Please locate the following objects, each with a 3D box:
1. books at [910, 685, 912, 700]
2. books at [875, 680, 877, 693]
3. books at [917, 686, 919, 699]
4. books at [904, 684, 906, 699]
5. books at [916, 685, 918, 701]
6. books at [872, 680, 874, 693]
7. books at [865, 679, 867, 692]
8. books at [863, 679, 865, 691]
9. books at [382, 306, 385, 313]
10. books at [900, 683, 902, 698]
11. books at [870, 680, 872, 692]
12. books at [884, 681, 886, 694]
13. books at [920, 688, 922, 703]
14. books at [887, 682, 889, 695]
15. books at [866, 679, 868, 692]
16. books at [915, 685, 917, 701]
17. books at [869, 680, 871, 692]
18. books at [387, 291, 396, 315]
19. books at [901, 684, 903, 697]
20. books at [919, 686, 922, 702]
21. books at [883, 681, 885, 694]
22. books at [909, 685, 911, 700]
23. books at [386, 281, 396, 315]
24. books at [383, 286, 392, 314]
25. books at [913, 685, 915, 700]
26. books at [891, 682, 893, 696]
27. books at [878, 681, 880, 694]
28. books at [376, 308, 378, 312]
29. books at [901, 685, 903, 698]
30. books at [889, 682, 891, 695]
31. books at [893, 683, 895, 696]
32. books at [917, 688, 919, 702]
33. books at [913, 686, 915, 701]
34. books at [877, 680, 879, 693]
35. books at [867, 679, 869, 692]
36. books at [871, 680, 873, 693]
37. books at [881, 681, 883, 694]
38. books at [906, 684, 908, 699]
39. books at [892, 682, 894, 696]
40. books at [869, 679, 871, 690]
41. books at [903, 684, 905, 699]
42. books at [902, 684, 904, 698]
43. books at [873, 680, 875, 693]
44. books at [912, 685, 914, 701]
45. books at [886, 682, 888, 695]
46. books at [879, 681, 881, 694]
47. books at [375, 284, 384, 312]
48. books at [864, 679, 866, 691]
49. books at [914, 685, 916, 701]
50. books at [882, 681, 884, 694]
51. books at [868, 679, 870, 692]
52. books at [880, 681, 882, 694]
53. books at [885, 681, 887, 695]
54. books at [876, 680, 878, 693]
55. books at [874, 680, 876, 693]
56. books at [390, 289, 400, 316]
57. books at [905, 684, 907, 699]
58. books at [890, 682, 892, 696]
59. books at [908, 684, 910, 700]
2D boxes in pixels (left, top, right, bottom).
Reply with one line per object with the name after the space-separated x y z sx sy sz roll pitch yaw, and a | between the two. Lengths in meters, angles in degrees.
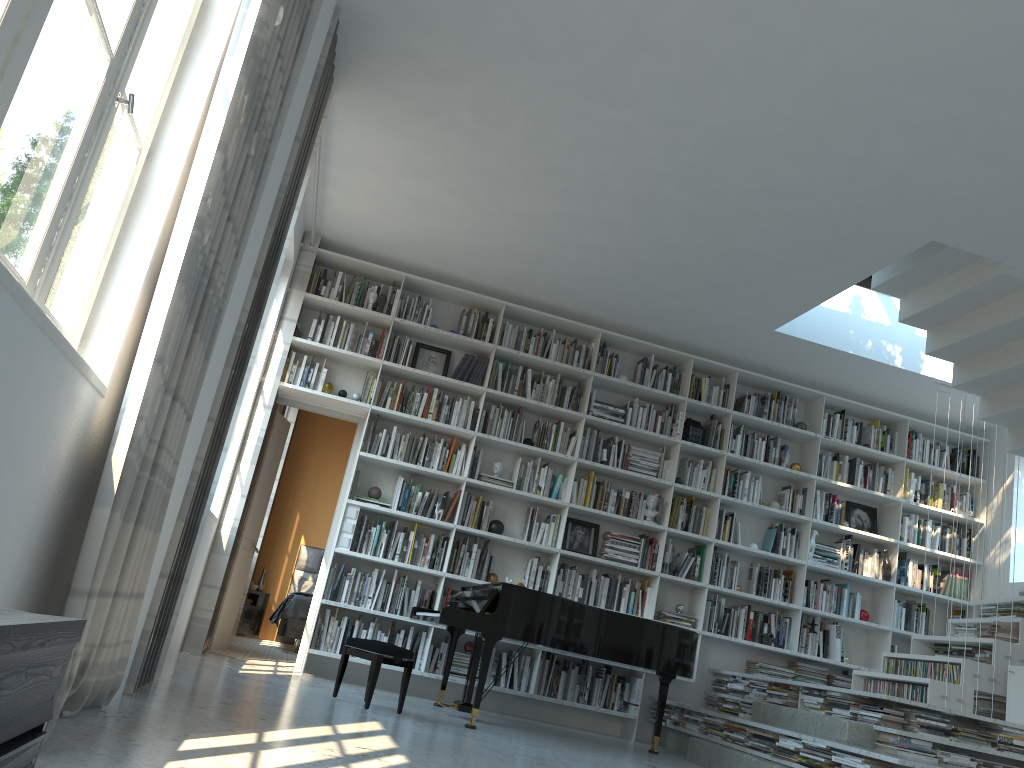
2.755 2.113 6.007 0.125 0.125 0.008 15 -16 -10 | books
2.664 2.203 6.368 0.125 0.125 0.008 15 -16 -10 | books
2.770 2.098 5.944 0.125 0.125 0.008 15 -16 -10 | books
2.741 2.127 6.060 0.125 0.125 0.008 15 -16 -10 | books
2.769 2.099 5.952 0.125 0.125 0.008 15 -16 -10 | books
2.657 2.211 6.397 0.125 0.125 0.007 15 -16 -10 | books
2.638 2.230 6.474 0.125 0.125 0.010 15 -16 -10 | books
2.632 2.235 6.497 0.125 0.125 0.007 15 -16 -10 | books
-1.056 -0.592 7.172 0.028 0.184 0.168 15 -16 -10 | books
2.730 2.138 6.105 0.125 0.125 0.007 15 -16 -10 | books
2.651 2.216 6.420 0.125 0.125 0.007 15 -16 -10 | books
2.690 2.178 6.267 0.125 0.125 0.008 15 -16 -10 | books
2.780 2.089 5.907 0.125 0.125 0.012 15 -16 -10 | books
2.697 2.171 6.237 0.125 0.125 0.009 15 -16 -10 | books
2.640 2.227 6.465 0.125 0.125 0.009 15 -16 -10 | books
2.767 2.101 5.959 0.125 0.125 0.007 15 -16 -10 | books
2.649 2.218 6.428 0.125 0.125 0.010 15 -16 -10 | books
-0.990 -0.611 7.194 0.025 0.258 0.138 15 -16 -10 | books
2.732 2.136 6.098 0.125 0.125 0.008 15 -16 -10 | books
2.777 2.091 5.917 0.125 0.125 0.008 15 -16 -10 | books
2.686 2.182 6.281 0.125 0.125 0.008 15 -16 -10 | books
2.753 2.115 6.015 0.125 0.125 0.008 15 -16 -10 | books
-0.999 -0.654 7.196 0.014 0.336 0.168 15 -16 -10 | books
-1.022 -0.634 7.190 0.022 0.285 0.175 15 -16 -10 | books
2.761 2.107 5.981 0.125 0.125 0.008 15 -16 -10 | books
2.708 2.160 6.193 0.125 0.125 0.009 15 -16 -10 | books
2.673 2.194 6.332 0.125 0.125 0.008 15 -16 -10 | books
-1.079 -0.607 7.174 0.023 0.204 0.146 15 -16 -10 | books
2.734 2.134 6.090 0.125 0.125 0.009 15 -16 -10 | books
2.703 2.165 6.214 0.125 0.125 0.008 15 -16 -10 | books
2.714 2.154 6.172 0.125 0.125 0.007 15 -16 -10 | books
2.773 2.095 5.935 0.125 0.125 0.010 15 -16 -10 | books
2.763 2.105 5.973 0.125 0.125 0.007 15 -16 -10 | books
2.670 2.198 6.346 0.125 0.125 0.007 15 -16 -10 | books
2.644 2.224 6.450 0.125 0.125 0.007 15 -16 -10 | books
2.655 2.213 6.405 0.125 0.125 0.009 15 -16 -10 | books
2.681 2.187 6.303 0.125 0.125 0.009 15 -16 -10 | books
2.745 2.123 6.047 0.125 0.125 0.007 15 -16 -10 | books
2.710 2.158 6.186 0.125 0.125 0.007 15 -16 -10 | books
2.647 2.220 6.436 0.125 0.125 0.008 15 -16 -10 | books
2.737 2.131 6.076 0.125 0.125 0.010 15 -16 -10 | books
2.736 2.132 6.083 0.125 0.125 0.010 15 -16 -10 | books
2.661 2.207 6.383 0.125 0.125 0.008 15 -16 -10 | books
2.759 2.109 5.991 0.125 0.125 0.012 15 -16 -10 | books
2.696 2.172 6.244 0.125 0.125 0.008 15 -16 -10 | books
2.677 2.191 6.318 0.125 0.125 0.007 15 -16 -10 | books
-1.089 -0.652 7.186 0.013 0.291 0.155 15 -16 -10 | books
2.634 2.233 6.489 0.125 0.125 0.008 15 -16 -10 | books
2.765 2.103 5.966 0.125 0.125 0.007 15 -16 -10 | books
2.684 2.183 6.288 0.125 0.125 0.007 15 -16 -10 | books
2.646 2.222 6.443 0.125 0.125 0.008 15 -16 -10 | books
2.679 2.189 6.311 0.125 0.125 0.008 15 -16 -10 | books
2.692 2.176 6.259 0.125 0.125 0.007 15 -16 -10 | books
2.668 2.200 6.353 0.125 0.125 0.007 15 -16 -10 | books
2.663 2.205 6.376 0.125 0.125 0.008 15 -16 -10 | books
-0.958 -0.610 7.163 0.024 0.251 0.235 15 -16 -10 | books
2.743 2.125 6.053 0.125 0.125 0.008 15 -16 -10 | books
2.705 2.163 6.207 0.125 0.125 0.007 15 -16 -10 | books
2.751 2.117 6.023 0.125 0.125 0.011 15 -16 -10 | books
